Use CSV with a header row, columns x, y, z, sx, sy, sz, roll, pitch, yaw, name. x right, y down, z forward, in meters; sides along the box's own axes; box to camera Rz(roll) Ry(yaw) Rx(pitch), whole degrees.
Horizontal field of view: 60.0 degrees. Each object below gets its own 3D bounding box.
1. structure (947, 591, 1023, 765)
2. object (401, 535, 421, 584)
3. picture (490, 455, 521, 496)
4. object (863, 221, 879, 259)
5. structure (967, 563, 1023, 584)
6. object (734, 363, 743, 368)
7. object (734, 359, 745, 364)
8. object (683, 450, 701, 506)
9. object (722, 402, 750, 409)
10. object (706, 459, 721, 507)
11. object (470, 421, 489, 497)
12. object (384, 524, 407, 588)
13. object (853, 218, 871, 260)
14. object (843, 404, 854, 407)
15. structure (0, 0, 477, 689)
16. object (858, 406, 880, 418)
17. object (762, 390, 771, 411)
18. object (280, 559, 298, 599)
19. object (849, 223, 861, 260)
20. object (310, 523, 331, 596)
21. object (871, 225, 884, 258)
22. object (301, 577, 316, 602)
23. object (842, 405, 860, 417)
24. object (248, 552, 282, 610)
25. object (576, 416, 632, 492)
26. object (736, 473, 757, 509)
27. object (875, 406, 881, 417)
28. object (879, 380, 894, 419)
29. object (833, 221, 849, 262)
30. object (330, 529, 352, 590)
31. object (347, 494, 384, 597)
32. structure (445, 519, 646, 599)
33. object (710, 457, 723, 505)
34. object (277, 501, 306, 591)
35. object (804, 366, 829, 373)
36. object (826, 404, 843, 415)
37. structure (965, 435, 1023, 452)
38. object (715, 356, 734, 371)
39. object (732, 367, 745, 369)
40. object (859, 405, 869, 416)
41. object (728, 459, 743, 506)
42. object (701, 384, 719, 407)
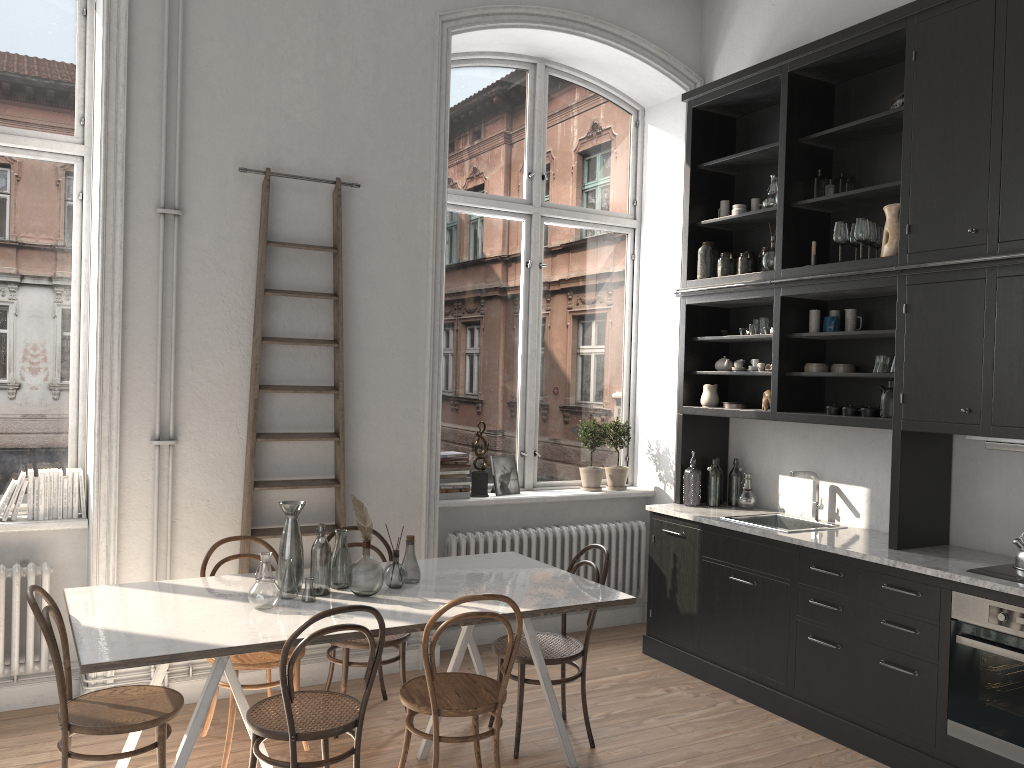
x,y,z,sx,sy,sz,roll,pitch,yaw,name
2.277,1.213,3.686,0.618,0.623,0.622,1,1,-29,structure
-0.469,0.802,4.076,0.101,0.212,0.101,2,1,10,object
-0.069,0.608,5.915,0.149,0.264,0.221,2,1,44,picture
1.879,-0.740,4.658,0.083,0.221,0.083,1,1,-30,object
2.294,0.818,3.684,0.427,0.011,0.592,1,0,-29,structure
1.406,-0.110,5.500,0.055,0.033,0.058,2,1,35,object
1.407,-0.130,5.500,0.055,0.047,0.058,1,1,-15,object
1.145,0.595,5.624,0.109,0.349,0.109,2,1,42,object
1.395,0.134,5.519,0.180,0.037,0.180,1,1,-44,object
1.279,0.626,5.627,0.086,0.301,0.086,1,1,-44,object
-0.208,0.486,5.784,0.122,0.488,0.102,2,1,-5,object
-0.518,0.766,3.961,0.107,0.283,0.106,1,1,-34,object
1.806,-0.742,4.580,0.083,0.221,0.083,2,1,17,object
1.830,0.139,4.844,0.104,0.059,0.088,1,1,-31,object
-1.297,-0.577,4.864,5.182,4.474,0.340,1,1,-29,structure
1.844,0.142,4.573,0.104,0.059,0.088,1,1,-21,object
1.496,0.095,5.167,0.069,0.123,0.173,2,1,3,object
-0.942,0.819,3.733,0.083,0.158,0.083,1,1,-34,object
1.838,-0.742,4.730,0.083,0.221,0.083,1,1,-37,object
-0.819,0.750,3.802,0.086,0.301,0.086,1,1,-44,object
1.963,-0.739,4.765,0.083,0.221,0.083,2,1,2,object
-0.843,0.854,3.681,0.058,0.094,0.058,2,1,-1,object
1.777,0.139,4.650,0.104,0.059,0.088,2,1,39,object
-0.990,0.788,3.559,0.132,0.219,0.132,1,1,-40,object
0.648,0.489,6.271,0.500,0.524,0.234,1,1,-40,object
1.475,0.670,5.562,0.132,0.219,0.120,1,1,-29,object
1.931,0.143,4.667,0.104,0.059,0.088,2,1,24,object
1.929,0.079,4.473,0.124,0.192,0.129,2,1,-2,object
1.740,-0.744,4.693,0.083,0.221,0.083,2,1,2,object
-0.757,0.774,3.921,0.100,0.255,0.098,2,1,37,object
-0.624,0.683,3.808,0.157,0.446,0.157,1,1,-12,object
0.222,1.213,5.864,1.577,0.552,0.194,1,1,-29,structure
1.324,0.625,5.742,0.086,0.301,0.086,1,1,-15,object
-0.958,0.705,3.850,0.116,0.383,0.116,1,1,-18,object
-1.047,0.750,4.115,5.827,1.842,0.792,1,1,-24,object
1.728,0.137,4.752,0.088,0.059,0.104,1,1,-41,object
2.421,0.238,3.743,0.379,0.123,0.843,1,1,-29,structure
1.354,-0.127,5.651,0.125,0.100,0.140,2,1,42,object
1.406,-0.096,5.502,0.085,0.017,0.085,1,1,-34,object
1.876,0.141,4.757,0.088,0.059,0.104,2,1,-1,object
1.432,0.629,5.682,0.086,0.301,0.086,2,1,16,object
1.258,0.074,5.620,0.115,0.144,0.127,2,1,39,object
